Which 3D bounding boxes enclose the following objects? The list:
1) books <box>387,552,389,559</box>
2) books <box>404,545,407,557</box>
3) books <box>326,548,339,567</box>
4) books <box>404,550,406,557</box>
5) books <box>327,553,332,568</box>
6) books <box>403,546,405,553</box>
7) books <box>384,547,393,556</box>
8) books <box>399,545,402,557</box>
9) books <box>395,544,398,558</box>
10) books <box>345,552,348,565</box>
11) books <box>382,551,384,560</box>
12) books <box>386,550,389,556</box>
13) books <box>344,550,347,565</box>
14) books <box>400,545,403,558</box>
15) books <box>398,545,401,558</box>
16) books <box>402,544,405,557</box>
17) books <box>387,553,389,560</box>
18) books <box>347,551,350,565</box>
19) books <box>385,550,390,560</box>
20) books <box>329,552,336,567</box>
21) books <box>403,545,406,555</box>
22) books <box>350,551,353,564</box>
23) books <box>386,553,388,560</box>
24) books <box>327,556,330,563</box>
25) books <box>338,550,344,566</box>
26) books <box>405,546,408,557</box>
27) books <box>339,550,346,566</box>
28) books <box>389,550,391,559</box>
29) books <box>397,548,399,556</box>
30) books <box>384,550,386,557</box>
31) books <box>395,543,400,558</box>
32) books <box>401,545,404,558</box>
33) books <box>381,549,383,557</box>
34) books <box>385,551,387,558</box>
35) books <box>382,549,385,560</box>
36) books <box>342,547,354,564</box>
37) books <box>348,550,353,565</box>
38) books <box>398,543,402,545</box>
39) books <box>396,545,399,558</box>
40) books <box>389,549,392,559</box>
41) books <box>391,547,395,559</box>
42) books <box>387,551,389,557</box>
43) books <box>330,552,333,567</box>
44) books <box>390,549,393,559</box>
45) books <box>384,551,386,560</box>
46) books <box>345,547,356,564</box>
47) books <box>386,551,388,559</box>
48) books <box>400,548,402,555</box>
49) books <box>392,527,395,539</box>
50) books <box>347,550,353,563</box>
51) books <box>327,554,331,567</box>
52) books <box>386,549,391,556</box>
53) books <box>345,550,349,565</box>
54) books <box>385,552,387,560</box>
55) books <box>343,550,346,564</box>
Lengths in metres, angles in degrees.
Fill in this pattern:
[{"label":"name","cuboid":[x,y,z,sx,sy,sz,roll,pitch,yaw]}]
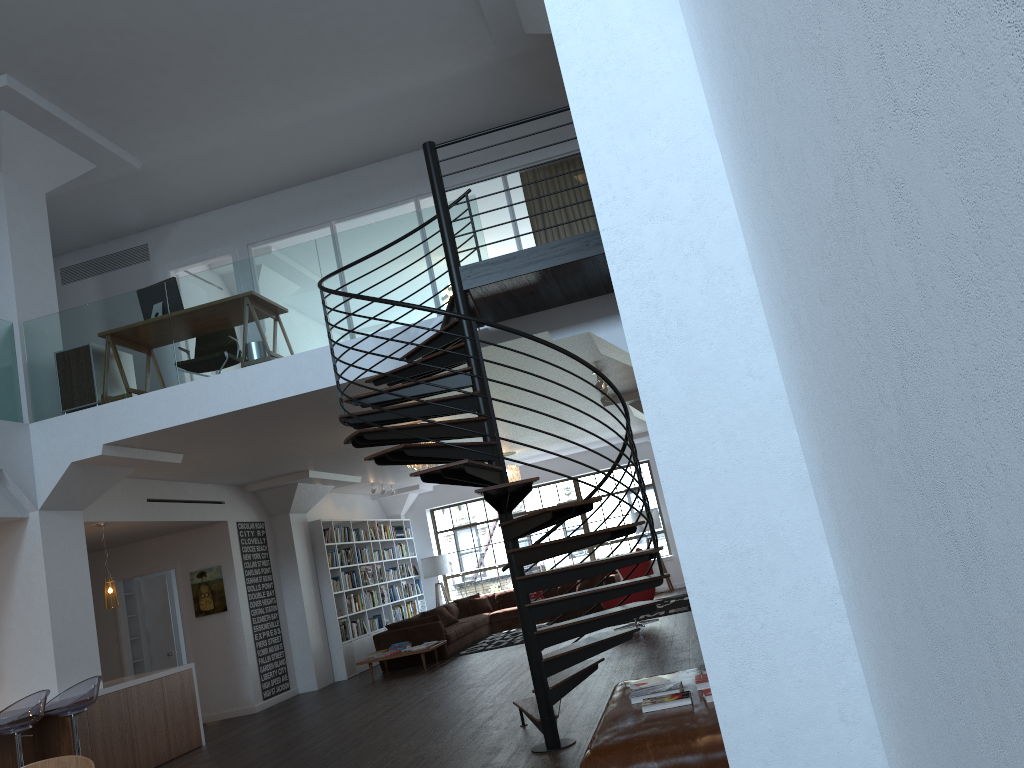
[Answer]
[{"label":"books","cuboid":[-2.338,3.183,16.386,0.110,0.153,0.019,-14,-11,9]},{"label":"books","cuboid":[-2.166,3.296,17.390,0.174,0.240,0.045,-14,-11,8]},{"label":"books","cuboid":[-2.838,2.747,13.956,0.176,0.290,0.053,-14,-11,9]},{"label":"books","cuboid":[-2.170,3.292,17.320,0.161,0.223,0.027,-14,-11,8]},{"label":"books","cuboid":[-2.876,2.749,13.765,0.152,0.232,0.104,-14,-11,9]},{"label":"books","cuboid":[-2.177,3.275,17.297,0.160,0.250,0.026,-14,-11,8]},{"label":"books","cuboid":[-2.312,3.185,16.634,0.140,0.231,0.042,-14,-11,9]},{"label":"books","cuboid":[-2.224,3.242,17.063,0.171,0.246,0.057,-14,-11,8]},{"label":"books","cuboid":[-2.282,3.192,16.842,0.198,0.284,0.066,-14,-11,8]},{"label":"books","cuboid":[-2.762,2.855,14.414,0.161,0.223,0.033,-14,-11,9]},{"label":"books","cuboid":[-2.404,3.121,16.119,0.127,0.200,0.020,-14,-11,9]},{"label":"books","cuboid":[-2.347,3.180,16.427,0.128,0.178,0.022,-14,-11,9]},{"label":"books","cuboid":[-2.770,2.838,14.380,0.171,0.246,0.039,-14,-11,9]},{"label":"books","cuboid":[-2.214,3.258,17.138,0.174,0.240,0.045,-14,-11,8]},{"label":"books","cuboid":[-2.240,3.227,16.987,0.183,0.253,0.034,-14,-11,8]},{"label":"books","cuboid":[-2.189,3.266,17.258,0.180,0.259,0.060,-14,-11,8]},{"label":"books","cuboid":[-2.343,3.181,16.368,0.110,0.153,0.018,-14,-11,9]},{"label":"books","cuboid":[-2.736,2.862,14.483,0.161,0.223,0.032,-14,-11,9]},{"label":"books","cuboid":[-2.344,3.181,16.453,0.134,0.184,0.030,-14,-11,9]},{"label":"books","cuboid":[-2.857,2.761,13.878,0.174,0.242,0.105,-14,-11,9]},{"label":"books","cuboid":[-2.175,3.284,17.353,0.183,0.253,0.034,-14,-11,8]},{"label":"books","cuboid":[-2.718,2.881,14.600,0.161,0.223,0.032,-14,-11,9]},{"label":"books","cuboid":[-2.353,3.163,16.301,0.107,0.167,0.017,-14,-11,9]},{"label":"books","cuboid":[-2.891,2.757,13.656,0.161,0.182,0.170,-14,-11,9]},{"label":"books","cuboid":[-2.802,2.810,14.220,0.183,0.253,0.042,-14,-11,9]},{"label":"books","cuboid":[-2.147,3.307,17.421,0.161,0.223,0.026,-14,-11,8]},{"label":"books","cuboid":[-2.792,2.821,14.306,0.180,0.259,0.042,-14,-11,9]},{"label":"books","cuboid":[-2.326,3.189,16.497,0.128,0.178,0.022,-14,-11,9]},{"label":"books","cuboid":[-2.246,3.228,16.903,0.161,0.223,0.026,-14,-11,8]},{"label":"books","cuboid":[-2.378,3.148,16.228,0.128,0.178,0.021,-14,-11,9]},{"label":"books","cuboid":[-2.253,3.203,16.949,0.176,0.290,0.053,-14,-11,8]},{"label":"books","cuboid":[-2.197,3.254,17.175,0.183,0.253,0.034,-14,-11,8]},{"label":"books","cuboid":[-2.417,3.112,16.066,0.146,0.202,0.027,-14,-11,9]},{"label":"books","cuboid":[-2.366,3.161,16.281,0.122,0.169,0.023,-14,-11,9]},{"label":"books","cuboid":[-2.397,3.123,16.145,0.146,0.202,0.027,-14,-11,9]},{"label":"books","cuboid":[-2.728,2.866,14.677,0.198,0.284,0.049,-14,-11,9]},{"label":"books","cuboid":[-2.727,2.867,14.559,0.174,0.240,0.054,-14,-11,9]},{"label":"books","cuboid":[-2.203,3.244,17.214,0.176,0.290,0.036,-14,-11,8]},{"label":"books","cuboid":[-2.256,3.211,16.881,0.160,0.250,0.026,-14,-11,8]},{"label":"books","cuboid":[-2.323,3.190,16.552,0.136,0.196,0.045,-14,-11,9]},{"label":"books","cuboid":[-2.306,3.195,16.681,0.158,0.226,0.052,-14,-11,9]},{"label":"books","cuboid":[-2.342,3.178,16.406,0.109,0.171,0.018,-14,-11,9]},{"label":"books","cuboid":[-2.868,2.751,13.796,0.172,0.235,0.112,-14,-11,9]},{"label":"books","cuboid":[-2.312,3.197,16.591,0.139,0.191,0.036,-14,-11,9]},{"label":"books","cuboid":[-2.387,3.138,16.202,0.139,0.191,0.036,-14,-11,9]},{"label":"books","cuboid":[-2.702,2.867,14.725,0.176,0.291,0.053,-14,-11,9]},{"label":"books","cuboid":[-2.347,3.168,16.324,0.106,0.162,0.032,-14,-11,9]},{"label":"books","cuboid":[-2.211,3.259,17.101,0.161,0.223,0.027,-14,-11,8]},{"label":"books","cuboid":[-2.332,2.869,16.960,0.161,0.223,0.032,-14,-11,9]},{"label":"books","cuboid":[-2.724,2.875,14.634,0.160,0.251,0.031,-14,-11,9]},{"label":"books","cuboid":[-2.884,2.752,13.736,0.161,0.218,0.101,-14,-11,9]},{"label":"books","cuboid":[-2.331,3.183,16.520,0.127,0.200,0.020,-14,-11,9]},{"label":"books","cuboid":[-2.760,2.846,14.453,0.183,0.253,0.042,-14,-11,9]},{"label":"books","cuboid":[-2.372,3.155,16.254,0.126,0.173,0.032,-14,-11,9]},{"label":"books","cuboid":[-2.781,2.831,14.343,0.160,0.251,0.039,-14,-11,9]}]
